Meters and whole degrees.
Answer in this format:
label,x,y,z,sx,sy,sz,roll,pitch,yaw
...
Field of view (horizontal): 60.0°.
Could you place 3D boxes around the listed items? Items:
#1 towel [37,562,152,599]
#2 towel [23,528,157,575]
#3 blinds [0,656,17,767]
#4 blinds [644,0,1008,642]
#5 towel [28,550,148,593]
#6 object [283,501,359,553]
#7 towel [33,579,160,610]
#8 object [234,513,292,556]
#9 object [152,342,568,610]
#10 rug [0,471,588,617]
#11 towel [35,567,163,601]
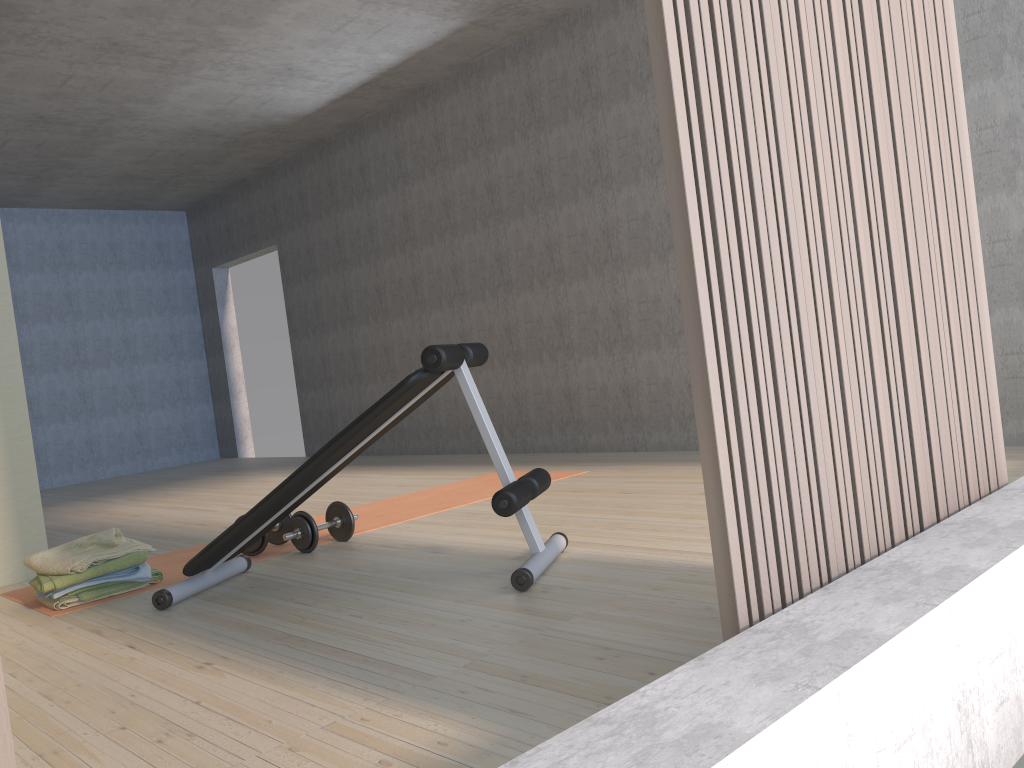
label,x,y,z,sx,sy,sz,roll,pitch,yaw
towel,-1.575,0.720,3.349,0.383,0.078,0.383,-8,2,-26
towel,-1.595,0.631,3.351,0.373,0.123,0.384,-6,2,31
blinds,-0.897,-0.593,0.255,1.133,2.744,0.069,-9,2,-43
blinds,0.575,-0.823,1.639,1.133,2.744,0.069,-9,2,-43
towel,-1.591,0.686,3.325,0.376,0.085,0.371,-9,2,-38
object,-0.792,0.595,3.698,0.176,0.176,0.385,-6,2,39
towel,-1.590,0.770,3.368,0.376,0.044,0.371,-9,2,-44
object,-1.052,0.618,3.754,0.176,0.176,0.385,-7,2,19
object,-0.544,0.290,2.976,1.312,0.746,0.505,-7,2,16
rug,-0.822,0.668,4.260,2.779,0.002,0.716,-9,2,-43
towel,-1.573,0.744,3.374,0.367,0.081,0.380,-6,2,45
